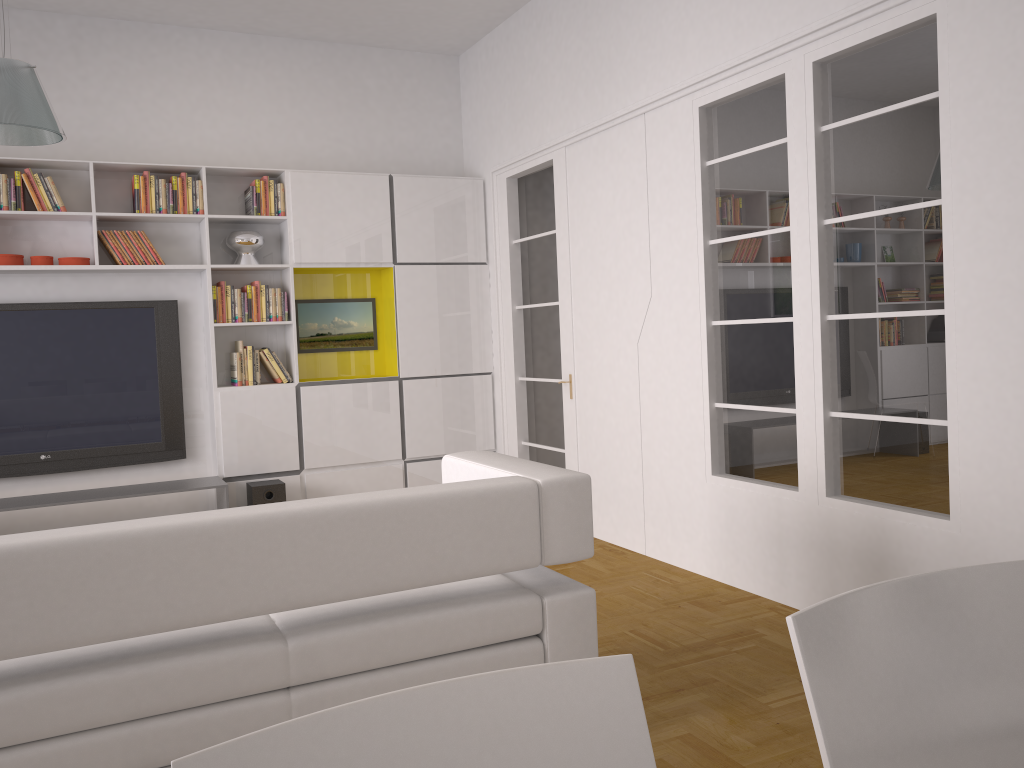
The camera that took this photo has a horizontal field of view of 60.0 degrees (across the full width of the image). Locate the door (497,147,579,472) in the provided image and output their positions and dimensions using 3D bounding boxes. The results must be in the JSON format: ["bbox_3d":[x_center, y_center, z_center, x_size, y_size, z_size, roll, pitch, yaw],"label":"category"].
[{"bbox_3d":[0.184,-0.288,6.092,0.139,2.452,1.009,-3,2,-26],"label":"door"}]

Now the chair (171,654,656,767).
[{"bbox_3d":[0.043,0.782,0.669,0.561,0.930,0.575,-4,3,-26],"label":"chair"}]

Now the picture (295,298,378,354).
[{"bbox_3d":[-1.288,-0.430,6.505,0.609,0.388,0.007,-4,2,-26],"label":"picture"}]

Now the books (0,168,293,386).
[{"bbox_3d":[-3.313,-0.610,5.355,3.864,1.454,0.235,-4,2,-26],"label":"books"}]

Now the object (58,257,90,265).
[{"bbox_3d":[-2.768,-0.767,5.608,0.182,0.054,0.183,-4,3,-30],"label":"object"}]

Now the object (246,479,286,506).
[{"bbox_3d":[-1.595,0.839,5.777,0.211,0.391,0.217,-4,2,-26],"label":"object"}]

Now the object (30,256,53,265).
[{"bbox_3d":[-2.939,-0.759,5.545,0.129,0.073,0.129,-4,3,-30],"label":"object"}]

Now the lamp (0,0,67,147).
[{"bbox_3d":[-2.242,-1.715,3.874,0.465,1.249,0.464,-4,2,-27],"label":"lamp"}]

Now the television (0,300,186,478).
[{"bbox_3d":[-2.981,0.029,5.637,1.661,1.087,0.082,-4,2,-26],"label":"television"}]

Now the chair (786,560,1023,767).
[{"bbox_3d":[0.672,0.737,0.977,0.561,0.930,0.575,-4,3,-26],"label":"chair"}]

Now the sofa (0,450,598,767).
[{"bbox_3d":[-1.089,0.758,2.495,2.624,0.848,0.822,-4,3,-26],"label":"sofa"}]

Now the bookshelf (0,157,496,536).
[{"bbox_3d":[-2.640,-0.159,5.730,5.367,2.478,0.389,-4,2,-26],"label":"bookshelf"}]

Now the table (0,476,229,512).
[{"bbox_3d":[-2.729,0.895,5.260,1.974,0.434,0.437,-4,3,-26],"label":"table"}]

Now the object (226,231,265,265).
[{"bbox_3d":[-1.827,-0.921,6.085,0.256,0.239,0.257,-3,3,-18],"label":"object"}]

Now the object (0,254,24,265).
[{"bbox_3d":[-3.122,-0.753,5.456,0.211,0.073,0.211,0,4,39],"label":"object"}]
